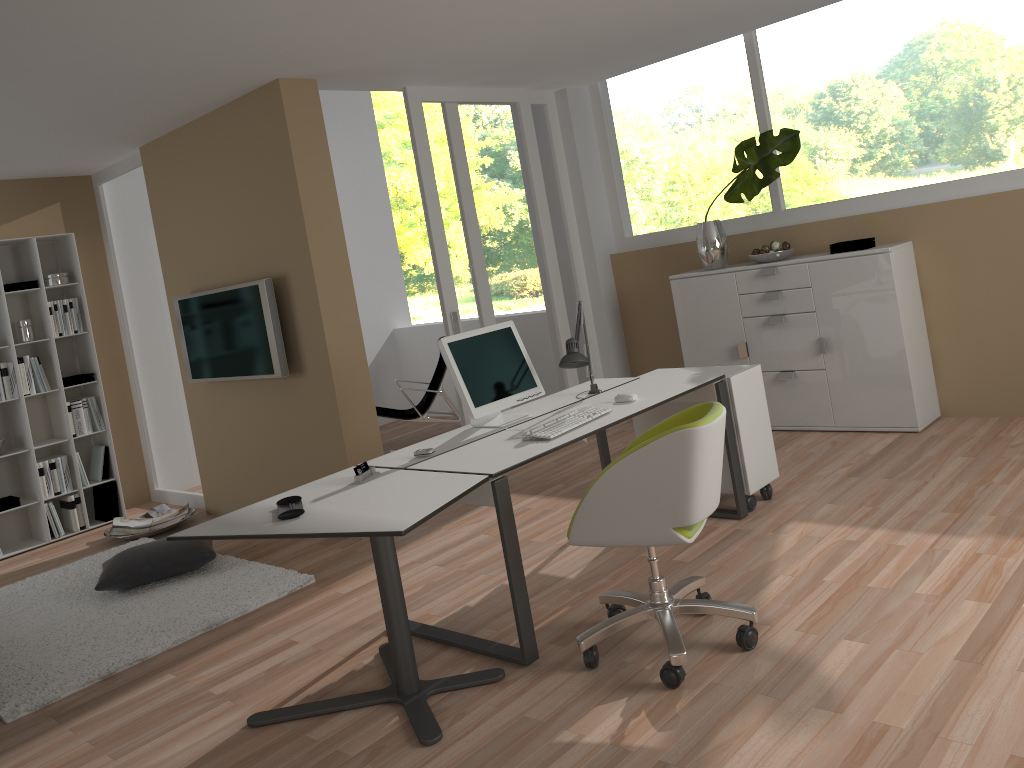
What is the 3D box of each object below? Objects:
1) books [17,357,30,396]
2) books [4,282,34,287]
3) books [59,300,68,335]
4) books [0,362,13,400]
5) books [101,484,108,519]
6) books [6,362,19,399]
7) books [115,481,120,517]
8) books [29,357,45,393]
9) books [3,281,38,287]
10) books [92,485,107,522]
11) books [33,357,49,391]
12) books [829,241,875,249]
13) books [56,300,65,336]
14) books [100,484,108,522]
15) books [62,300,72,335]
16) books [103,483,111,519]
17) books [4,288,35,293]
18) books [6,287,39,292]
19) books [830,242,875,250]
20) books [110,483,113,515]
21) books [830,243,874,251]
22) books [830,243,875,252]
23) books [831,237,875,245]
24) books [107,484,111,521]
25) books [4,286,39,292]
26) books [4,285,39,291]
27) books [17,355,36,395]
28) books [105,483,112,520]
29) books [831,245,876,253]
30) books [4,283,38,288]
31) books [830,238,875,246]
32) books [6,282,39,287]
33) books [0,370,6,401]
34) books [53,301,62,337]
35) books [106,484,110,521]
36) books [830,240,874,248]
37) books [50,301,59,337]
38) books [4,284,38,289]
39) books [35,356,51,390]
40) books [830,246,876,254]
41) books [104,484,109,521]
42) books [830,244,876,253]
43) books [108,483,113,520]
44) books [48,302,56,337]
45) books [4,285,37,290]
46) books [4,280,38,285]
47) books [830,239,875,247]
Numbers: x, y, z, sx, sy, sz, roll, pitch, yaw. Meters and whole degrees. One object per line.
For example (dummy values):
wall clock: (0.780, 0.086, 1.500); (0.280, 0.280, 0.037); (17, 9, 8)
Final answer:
books: (-3.497, -0.049, 6.233); (0.206, 0.271, 0.054); (-6, 4, 45)
books: (-3.565, -0.701, 6.303); (0.295, 0.008, 0.214); (-3, 11, 39)
books: (-3.321, -0.479, 6.454); (0.206, 0.257, 0.021); (-6, 4, 44)
books: (-3.558, -0.018, 6.144); (0.206, 0.257, 0.041); (-6, 4, 45)
books: (-3.047, 0.874, 6.520); (0.212, 0.270, 0.032); (-6, 4, 45)
books: (-3.534, -0.024, 6.179); (0.206, 0.251, 0.041); (-6, 4, 44)
books: (-2.988, 0.858, 6.577); (0.209, 0.268, 0.032); (-6, 4, 45)
books: (-3.429, -0.063, 6.301); (0.206, 0.259, 0.061); (-6, 4, 44)
books: (-3.566, -0.706, 6.297); (0.295, 0.007, 0.214); (-3, 11, 39)
books: (-3.052, 0.879, 6.510); (0.209, 0.268, 0.032); (-6, 4, 45)
books: (-3.408, -0.067, 6.317); (0.206, 0.257, 0.059); (-6, 4, 45)
books: (2.096, -0.858, 5.425); (0.221, 0.006, 0.159); (-2, 12, 45)
books: (-3.336, -0.474, 6.439); (0.206, 0.257, 0.021); (-6, 4, 45)
books: (-3.047, 0.878, 6.513); (0.210, 0.268, 0.032); (-6, 4, 45)
books: (-3.302, -0.484, 6.466); (0.206, 0.257, 0.021); (-6, 4, 44)
books: (-3.029, 0.872, 6.533); (0.209, 0.268, 0.032); (-6, 4, 45)
books: (-3.561, -0.657, 6.301); (0.295, 0.007, 0.214); (-3, 11, 39)
books: (-3.561, -0.663, 6.302); (0.295, 0.006, 0.214); (-3, 11, 39)
books: (2.099, -0.852, 5.425); (0.221, 0.006, 0.159); (-2, 11, 44)
books: (-3.018, 0.868, 6.546); (0.209, 0.268, 0.032); (-6, 4, 45)
books: (2.100, -0.847, 5.425); (0.221, 0.006, 0.159); (-2, 11, 44)
books: (2.099, -0.842, 5.427); (0.221, 0.006, 0.160); (-2, 11, 42)
books: (2.096, -0.879, 5.423); (0.221, 0.006, 0.159); (-2, 11, 44)
books: (-3.033, 0.873, 6.530); (0.209, 0.268, 0.032); (-6, 4, 45)
books: (-3.562, -0.668, 6.301); (0.295, 0.006, 0.214); (-3, 11, 39)
books: (-3.564, -0.674, 6.303); (0.295, 0.006, 0.214); (-4, 10, 37)
books: (-3.466, -0.061, 6.268); (0.206, 0.275, 0.041); (-6, 4, 45)
books: (-3.026, 0.868, 6.537); (0.217, 0.273, 0.032); (-6, 4, 45)
books: (2.102, -0.830, 5.426); (0.221, 0.006, 0.159); (-2, 11, 44)
books: (-3.567, -0.690, 6.300); (0.295, 0.006, 0.213); (-3, 11, 40)
books: (2.096, -0.874, 5.423); (0.221, 0.007, 0.159); (-2, 11, 44)
books: (-3.564, -0.696, 6.303); (0.295, 0.008, 0.214); (-3, 11, 39)
books: (-3.590, -0.009, 6.117); (0.206, 0.257, 0.041); (-6, 4, 45)
books: (-3.349, -0.469, 6.423); (0.206, 0.257, 0.021); (-6, 4, 44)
books: (-3.036, 0.872, 6.524); (0.215, 0.271, 0.032); (-6, 4, 45)
books: (2.098, -0.864, 5.427); (0.221, 0.008, 0.160); (-2, 11, 44)
books: (-3.365, -0.465, 6.409); (0.206, 0.257, 0.021); (-6, 4, 44)
books: (-3.563, -0.684, 6.300); (0.295, 0.006, 0.214); (-3, 11, 39)
books: (-3.408, -0.073, 6.340); (0.206, 0.257, 0.059); (-6, 4, 45)
books: (2.102, -0.825, 5.426); (0.221, 0.007, 0.159); (-2, 11, 44)
books: (-3.044, 0.874, 6.523); (0.212, 0.270, 0.032); (-6, 4, 45)
books: (2.101, -0.836, 5.426); (0.221, 0.006, 0.159); (-2, 11, 44)
books: (-3.022, 0.869, 6.542); (0.209, 0.268, 0.032); (-6, 4, 45)
books: (-3.374, -0.460, 6.389); (0.206, 0.257, 0.021); (-6, 4, 44)
books: (-3.562, -0.679, 6.300); (0.295, 0.006, 0.214); (-3, 11, 39)
books: (-3.566, -0.711, 6.298); (0.295, 0.006, 0.214); (-3, 11, 39)
books: (2.097, -0.869, 5.427); (0.221, 0.008, 0.160); (-2, 11, 44)
